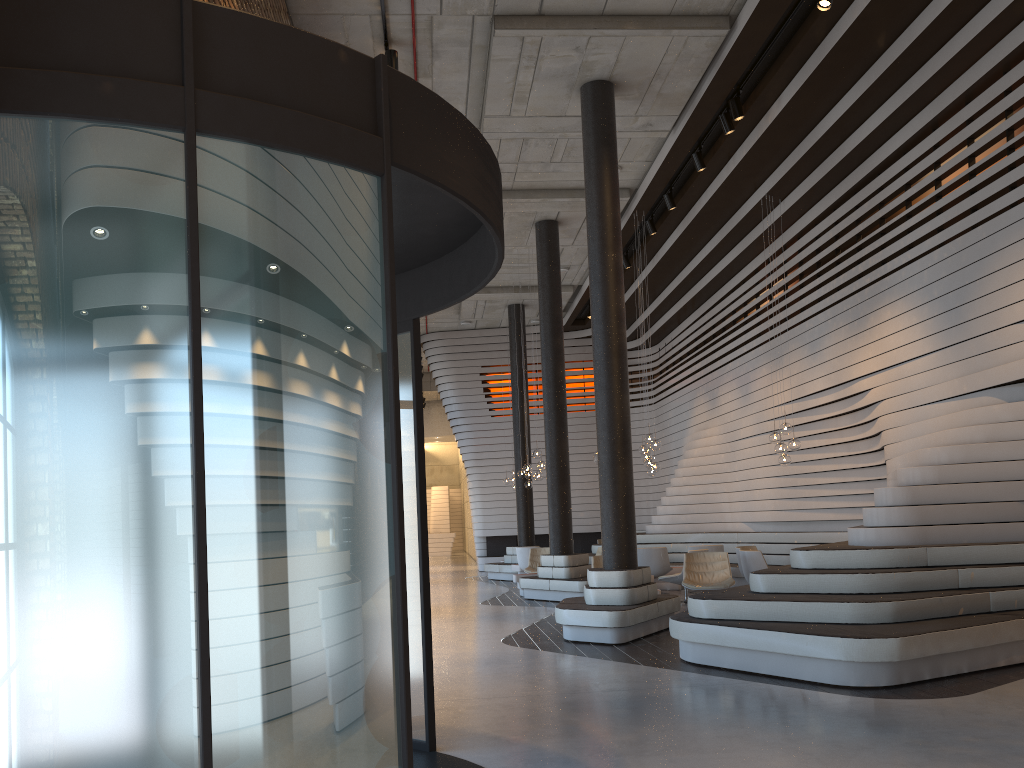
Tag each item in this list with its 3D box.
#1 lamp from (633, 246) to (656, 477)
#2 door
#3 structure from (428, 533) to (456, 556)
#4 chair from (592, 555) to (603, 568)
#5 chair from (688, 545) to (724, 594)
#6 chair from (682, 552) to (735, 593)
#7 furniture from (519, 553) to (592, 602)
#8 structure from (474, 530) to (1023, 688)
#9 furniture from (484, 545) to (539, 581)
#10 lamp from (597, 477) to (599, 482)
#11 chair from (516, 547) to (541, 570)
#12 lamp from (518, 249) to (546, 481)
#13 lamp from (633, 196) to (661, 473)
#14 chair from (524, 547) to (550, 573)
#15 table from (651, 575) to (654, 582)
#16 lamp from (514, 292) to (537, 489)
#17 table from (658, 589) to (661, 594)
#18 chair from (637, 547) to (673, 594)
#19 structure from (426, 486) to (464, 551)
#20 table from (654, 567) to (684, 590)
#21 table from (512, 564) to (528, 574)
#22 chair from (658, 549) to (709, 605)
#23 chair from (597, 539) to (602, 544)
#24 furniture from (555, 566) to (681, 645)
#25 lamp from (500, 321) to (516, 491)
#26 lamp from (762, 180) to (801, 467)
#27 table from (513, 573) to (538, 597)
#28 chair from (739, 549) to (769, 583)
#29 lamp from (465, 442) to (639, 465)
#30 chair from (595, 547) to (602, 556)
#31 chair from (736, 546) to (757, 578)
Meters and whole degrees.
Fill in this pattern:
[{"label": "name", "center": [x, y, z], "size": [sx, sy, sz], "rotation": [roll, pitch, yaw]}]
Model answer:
[{"label": "lamp", "center": [2.303, -0.685, 15.616], "size": [0.293, 4.645, 0.549], "rotation": [-2, -3, -10]}, {"label": "door", "center": [-1.583, 0.580, 3.827], "size": [3.204, 2.833, 3.281], "rotation": [-3, -6, 2]}, {"label": "structure", "center": [-3.705, 6.857, 37.834], "size": [2.539, 0.891, 7.604], "rotation": [2, -10, -27]}, {"label": "chair", "center": [1.371, 2.634, 11.560], "size": [0.656, 0.761, 0.717], "rotation": [-2, -6, -4]}, {"label": "chair", "center": [3.098, 2.964, 14.167], "size": [0.657, 0.761, 0.716], "rotation": [-3, -6, 2]}, {"label": "chair", "center": [2.491, 2.530, 11.198], "size": [0.659, 0.761, 0.714], "rotation": [-4, -6, 11]}, {"label": "furniture", "center": [1.066, 3.042, 13.962], "size": [1.269, 0.717, 1.797], "rotation": [3, -9, -34]}, {"label": "structure", "center": [3.142, 3.057, 15.300], "size": [5.759, 0.920, 18.431], "rotation": [-1, -9, -9]}, {"label": "furniture", "center": [0.056, 3.905, 19.249], "size": [1.271, 0.717, 1.794], "rotation": [-1, -8, -9]}, {"label": "lamp", "center": [2.126, 0.064, 20.400], "size": [0.548, 4.645, 0.293], "rotation": [-4, -3, 21]}, {"label": "chair", "center": [0.433, 3.557, 17.263], "size": [0.663, 0.761, 0.710], "rotation": [-6, -7, 32]}, {"label": "lamp", "center": [0.355, -0.622, 15.488], "size": [0.542, 4.645, 0.296], "rotation": [-1, -3, -19]}, {"label": "lamp", "center": [2.043, -0.980, 13.701], "size": [0.310, 4.711, 0.665], "rotation": [-3, -3, 3]}, {"label": "chair", "center": [0.567, 3.320, 15.769], "size": [0.659, 0.761, 0.714], "rotation": [-4, -6, 13]}, {"label": "table", "center": [1.822, 3.051, 13.100], "size": [0.417, 0.367, 0.906], "rotation": [-6, -9, 32]}, {"label": "lamp", "center": [0.284, -0.162, 18.079], "size": [0.541, 4.599, 0.278], "rotation": [0, -4, -43]}, {"label": "table", "center": [1.340, 2.709, 10.762], "size": [0.905, 0.368, 0.417], "rotation": [-2, -6, -2]}, {"label": "chair", "center": [2.247, 3.003, 14.186], "size": [0.659, 0.761, 0.713], "rotation": [-4, -6, 15]}, {"label": "structure", "center": [-4.148, 6.247, 40.147], "size": [4.526, 2.845, 5.880], "rotation": [-2, -8, -5]}, {"label": "table", "center": [2.621, 3.317, 15.035], "size": [0.914, 0.368, 0.414], "rotation": [-7, -7, 28]}, {"label": "table", "center": [0.442, 3.874, 18.032], "size": [0.906, 0.368, 0.417], "rotation": [-3, -6, 3]}, {"label": "chair", "center": [2.467, 2.750, 12.610], "size": [0.718, 0.761, 0.655], "rotation": [-6, -7, 35]}, {"label": "chair", "center": [2.324, 3.941, 20.260], "size": [0.653, 0.761, 0.720], "rotation": [1, -6, -32]}, {"label": "furniture", "center": [0.994, 2.383, 9.686], "size": [1.287, 0.717, 1.772], "rotation": [-7, -9, 30]}, {"label": "lamp", "center": [-0.078, 0.241, 20.945], "size": [0.278, 4.599, 0.541], "rotation": [-5, -4, 44]}, {"label": "lamp", "center": [3.606, -1.203, 12.151], "size": [0.529, 4.684, 0.337], "rotation": [0, -4, -43]}, {"label": "table", "center": [0.453, 3.397, 14.954], "size": [0.903, 0.368, 0.418], "rotation": [-1, -6, -12]}, {"label": "chair", "center": [3.389, 2.560, 11.639], "size": [0.709, 0.761, 0.663], "rotation": [-2, -5, -5]}, {"label": "lamp", "center": [2.989, -2.054, 5.844], "size": [9.019, 4.579, 42.388], "rotation": [-2, -9, -5]}, {"label": "chair", "center": [1.339, 3.175, 15.044], "size": [0.710, 0.761, 0.662], "rotation": [-2, -5, -2]}, {"label": "chair", "center": [3.593, 2.707, 12.643], "size": [0.718, 0.761, 0.654], "rotation": [-7, -7, 39]}]
